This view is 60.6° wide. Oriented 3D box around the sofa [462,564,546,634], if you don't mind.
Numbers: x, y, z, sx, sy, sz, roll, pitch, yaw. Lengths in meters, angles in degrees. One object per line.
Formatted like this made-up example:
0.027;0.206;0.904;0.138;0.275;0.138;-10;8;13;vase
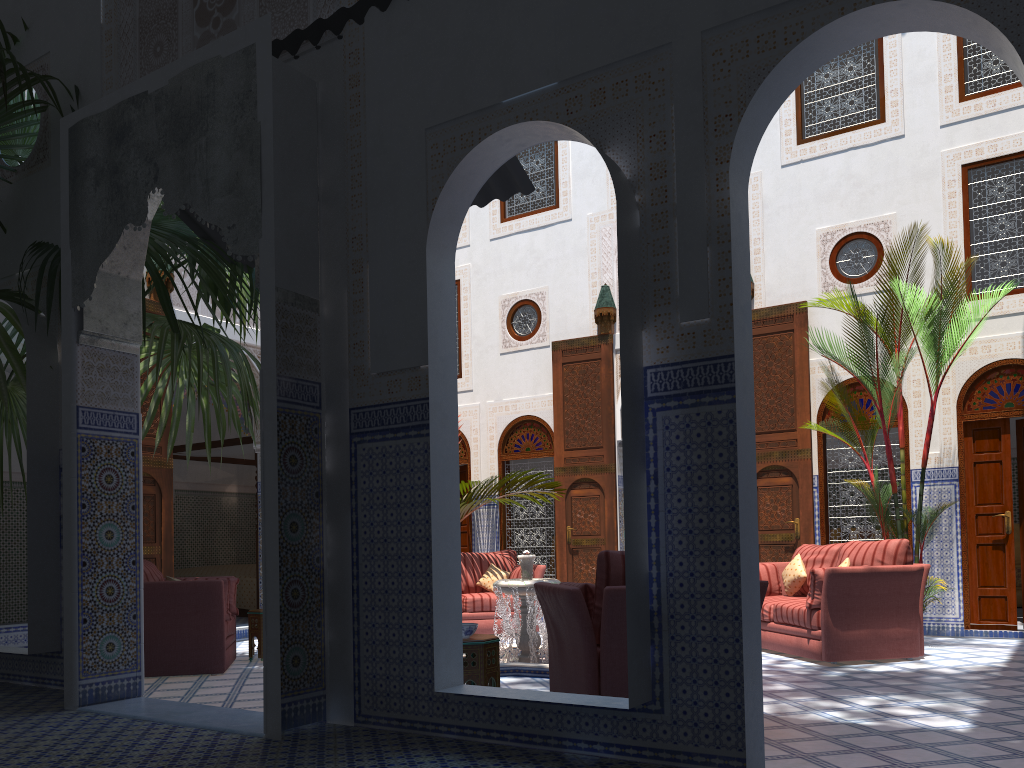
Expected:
-0.452;1.758;7.149;1.360;0.538;0.742;1;-8;-12;sofa

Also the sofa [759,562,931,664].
1.952;1.406;5.530;0.731;0.536;1.382;0;-9;-12;sofa

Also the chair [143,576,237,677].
-2.040;1.429;5.194;0.726;0.537;0.824;0;-8;-12;chair

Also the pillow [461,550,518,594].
-0.204;1.585;7.372;0.560;0.372;0.324;0;-6;-12;pillow

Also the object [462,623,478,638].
-0.198;1.025;3.636;0.119;0.057;0.119;7;-12;-44;object

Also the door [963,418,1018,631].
3.326;0.979;6.093;0.286;1.455;0.124;-2;-2;33;door

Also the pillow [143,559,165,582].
-2.189;1.218;5.172;0.301;0.376;0.590;0;-8;-12;pillow

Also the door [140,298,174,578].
-2.636;0.629;6.184;0.124;2.502;0.585;-2;-2;28;door

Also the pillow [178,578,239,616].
-1.907;1.327;5.459;0.396;0.241;0.189;0;-5;-11;pillow

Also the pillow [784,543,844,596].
2.037;1.250;5.832;0.301;0.376;0.590;0;-8;-12;pillow

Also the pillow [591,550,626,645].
0.580;0.826;3.383;0.581;0.377;0.304;0;-5;-12;pillow

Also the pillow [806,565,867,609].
1.872;1.162;5.007;0.396;0.241;0.189;0;-5;-11;pillow

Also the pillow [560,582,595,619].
0.293;0.946;3.662;0.187;0.240;0.402;0;-8;-11;pillow

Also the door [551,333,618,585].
0.649;0.842;7.708;0.584;2.502;0.124;-2;-2;28;door

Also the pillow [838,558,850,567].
1.943;1.168;5.234;0.148;0.256;0.282;-4;-7;32;pillow

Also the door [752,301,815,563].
2.042;0.649;6.833;0.585;2.502;0.124;-3;-2;33;door

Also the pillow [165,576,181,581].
-1.940;1.247;5.174;0.261;0.232;0.168;-2;-5;10;pillow

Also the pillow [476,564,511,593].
-0.148;1.586;7.160;0.268;0.234;0.147;-6;-6;34;pillow

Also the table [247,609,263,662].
-1.556;1.623;5.671;0.290;0.322;0.291;-5;-7;33;table

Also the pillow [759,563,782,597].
1.658;1.352;5.982;0.379;0.251;0.189;0;-5;-11;pillow

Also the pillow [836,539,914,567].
2.153;1.139;5.286;0.305;0.398;0.568;0;-8;-16;pillow

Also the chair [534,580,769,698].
0.558;1.063;3.522;0.811;0.538;0.737;0;-8;-12;chair

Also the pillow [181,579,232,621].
-1.807;1.247;5.018;0.379;0.251;0.189;0;-5;-11;pillow

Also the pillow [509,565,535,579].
0.072;1.585;7.077;0.187;0.240;0.402;0;-8;-11;pillow

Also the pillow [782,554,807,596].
1.856;1.255;5.766;0.131;0.275;0.305;-1;-7;-2;pillow

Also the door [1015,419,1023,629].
3.612;0.955;5.996;0.024;1.455;0.287;0;-2;-27;door

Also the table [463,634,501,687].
-0.198;1.221;3.664;0.290;0.322;0.291;-5;-7;33;table
